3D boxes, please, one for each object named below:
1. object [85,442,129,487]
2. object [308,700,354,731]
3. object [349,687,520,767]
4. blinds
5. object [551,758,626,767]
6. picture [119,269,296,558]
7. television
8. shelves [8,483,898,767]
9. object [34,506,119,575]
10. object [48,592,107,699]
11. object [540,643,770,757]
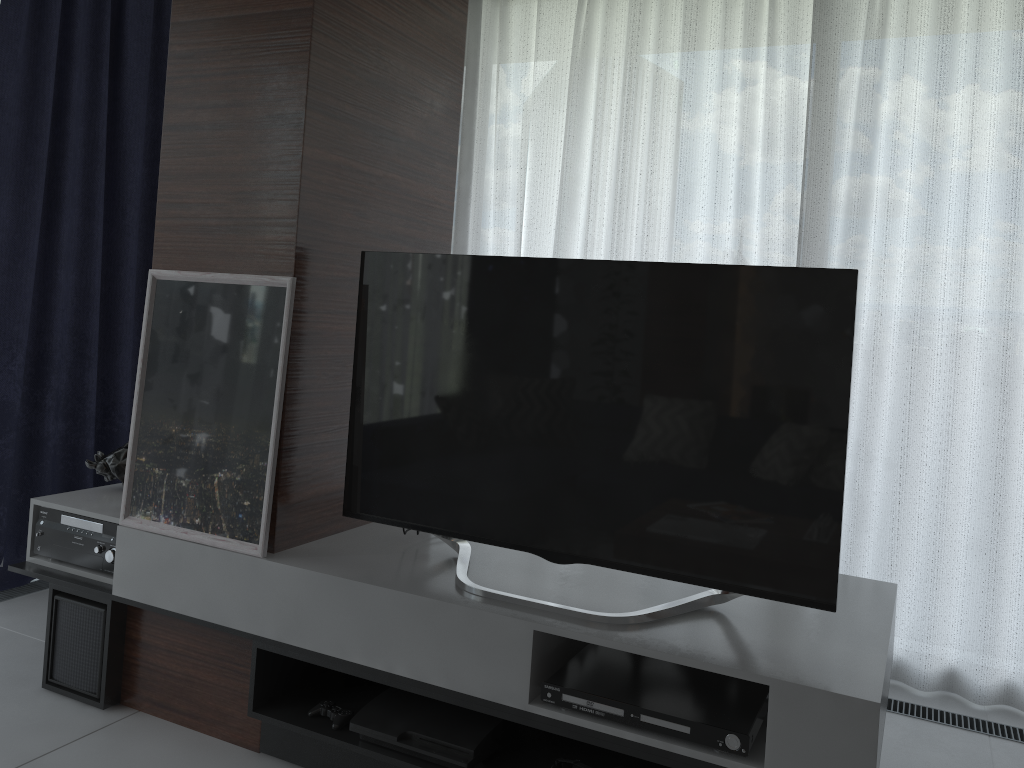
[{"bbox_3d":[-1.210,0.264,2.858,0.310,0.150,0.137,3,2,-17],"label":"object"},{"bbox_3d":[-0.440,0.803,2.160,0.113,0.036,0.070,7,5,38],"label":"object"},{"bbox_3d":[-0.172,0.808,2.128,0.315,0.067,0.313,6,5,25],"label":"object"},{"bbox_3d":[-0.489,-0.284,0.132,5.816,2.770,7.130,6,4,29],"label":"blinds"},{"bbox_3d":[0.159,0.844,1.911,0.116,0.079,0.184,2,4,-35],"label":"object"},{"bbox_3d":[-0.807,0.056,2.320,0.501,0.701,0.053,4,0,25],"label":"picture"},{"bbox_3d":[0.139,0.097,2.093,1.233,0.786,0.297,5,1,25],"label":"television"},{"bbox_3d":[-0.232,0.688,2.468,2.356,0.499,0.872,6,4,25],"label":"shelves"},{"bbox_3d":[-1.178,0.451,2.702,0.370,0.150,0.368,6,4,25],"label":"object"},{"bbox_3d":[-1.157,0.725,2.565,0.214,0.251,0.254,5,2,25],"label":"object"},{"bbox_3d":[0.325,0.665,1.912,0.431,0.053,0.335,6,5,25],"label":"object"}]
